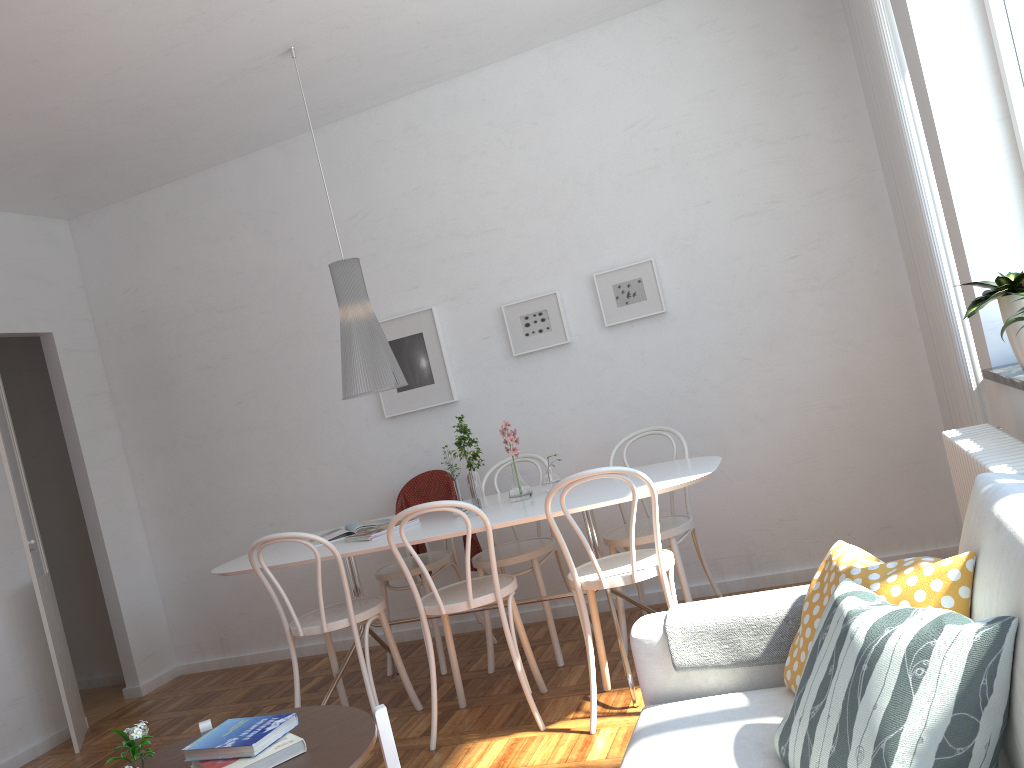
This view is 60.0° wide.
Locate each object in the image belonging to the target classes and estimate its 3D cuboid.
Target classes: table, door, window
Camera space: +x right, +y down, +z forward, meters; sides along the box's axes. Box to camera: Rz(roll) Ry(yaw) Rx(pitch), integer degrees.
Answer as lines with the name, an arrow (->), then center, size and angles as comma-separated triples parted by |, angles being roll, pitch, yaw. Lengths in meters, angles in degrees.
table -> -0.483, 1.055, 1.670 | 0.618, 0.688, 0.617 | -13, 0, 17
table -> -0.153, 0.942, 3.843 | 2.292, 0.770, 0.930 | -14, 0, 18
door -> -2.470, 0.772, 4.579 | 0.047, 2.200, 0.446 | -14, 1, -21
window -> 1.191, -0.734, 1.513 | 0.151, 1.510, 3.016 | -13, 0, 18

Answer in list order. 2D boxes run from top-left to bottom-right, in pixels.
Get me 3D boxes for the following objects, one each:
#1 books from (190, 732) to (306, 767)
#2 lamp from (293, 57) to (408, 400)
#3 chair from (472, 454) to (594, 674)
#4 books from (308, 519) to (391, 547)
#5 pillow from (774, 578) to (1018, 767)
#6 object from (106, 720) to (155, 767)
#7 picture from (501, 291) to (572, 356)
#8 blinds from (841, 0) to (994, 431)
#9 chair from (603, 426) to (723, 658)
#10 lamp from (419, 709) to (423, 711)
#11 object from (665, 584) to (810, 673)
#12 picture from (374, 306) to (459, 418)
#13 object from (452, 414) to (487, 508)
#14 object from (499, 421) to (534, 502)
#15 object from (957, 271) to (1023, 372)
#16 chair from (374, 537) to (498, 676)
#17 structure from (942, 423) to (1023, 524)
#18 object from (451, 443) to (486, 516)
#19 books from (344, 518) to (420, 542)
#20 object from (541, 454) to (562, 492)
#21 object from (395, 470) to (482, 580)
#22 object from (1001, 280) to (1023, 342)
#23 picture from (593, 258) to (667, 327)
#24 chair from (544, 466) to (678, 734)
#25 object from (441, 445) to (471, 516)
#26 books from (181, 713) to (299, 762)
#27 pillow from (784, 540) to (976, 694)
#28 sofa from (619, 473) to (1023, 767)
books -> -0.512, 0.710, 1.707 | 0.162, 0.026, 0.209 | -13, 0, -37
lamp -> -0.771, -0.690, 3.859 | 0.292, 1.497, 0.293 | -14, 1, -27
chair -> 0.053, 0.818, 4.206 | 0.448, 0.918, 0.519 | -13, 0, 18
books -> -0.749, 0.676, 4.117 | 0.405, 0.029, 0.266 | -13, 0, -22
pillow -> 0.627, 0.518, 1.487 | 0.309, 0.289, 0.470 | -14, 0, -11
object -> -0.641, 0.664, 1.502 | 0.096, 0.175, 0.109 | -14, 0, -3
picture -> 0.126, -0.313, 4.612 | 0.312, 0.273, 0.047 | -14, 1, 18
blinds -> 1.575, -0.569, 3.420 | 0.055, 2.887, 1.036 | -13, 1, 18
chair -> 0.648, 0.674, 3.959 | 0.448, 0.918, 0.519 | -13, 0, 23
lamp -> -0.270, 0.666, 1.710 | 0.332, 1.346, 4.595 | -14, 0, -12
object -> 0.726, 0.755, 2.130 | 0.609, 0.534, 0.288 | -14, 0, 18
picture -> -0.555, -0.116, 4.848 | 0.431, 0.524, 0.050 | -13, 1, 18
object -> -0.181, 0.337, 3.830 | 0.111, 0.419, 0.107 | -13, 1, 7
object -> 0.004, 0.329, 3.823 | 0.108, 0.349, 0.111 | -14, 1, -12
object -> 1.518, -0.192, 2.630 | 0.354, 0.316, 0.292 | -14, 0, 9
chair -> -0.440, 0.939, 4.504 | 0.448, 0.918, 0.519 | -13, 1, 28
structure -> 1.455, 0.464, 2.480 | 0.224, 0.624, 0.971 | -13, 0, 18
object -> -0.147, 0.393, 3.654 | 0.146, 0.294, 0.098 | -14, 1, -38
books -> -0.561, 0.633, 3.840 | 0.205, 0.022, 0.277 | -14, 0, 45
object -> 0.170, 0.391, 3.871 | 0.087, 0.151, 0.112 | -13, 0, 41
object -> -0.385, 0.746, 4.669 | 0.492, 0.580, 0.200 | -13, 1, 33
object -> 1.447, -0.174, 2.235 | 0.370, 0.309, 0.380 | -14, 0, -7
picture -> 0.591, -0.457, 4.450 | 0.312, 0.273, 0.047 | -14, 1, 18
chair -> 0.248, 0.539, 1.666 | 0.448, 1.342, 3.693 | -14, 0, 3
object -> -0.243, 0.409, 3.788 | 0.084, 0.308, 0.084 | -14, 1, -27
books -> -0.528, 0.688, 1.729 | 0.175, 0.024, 0.136 | -14, 0, 23
pillow -> 0.744, 0.493, 1.799 | 0.312, 0.318, 0.465 | -14, 0, -14
sofa -> 0.447, 0.748, 1.016 | 1.005, 0.843, 2.458 | -14, 0, 18
